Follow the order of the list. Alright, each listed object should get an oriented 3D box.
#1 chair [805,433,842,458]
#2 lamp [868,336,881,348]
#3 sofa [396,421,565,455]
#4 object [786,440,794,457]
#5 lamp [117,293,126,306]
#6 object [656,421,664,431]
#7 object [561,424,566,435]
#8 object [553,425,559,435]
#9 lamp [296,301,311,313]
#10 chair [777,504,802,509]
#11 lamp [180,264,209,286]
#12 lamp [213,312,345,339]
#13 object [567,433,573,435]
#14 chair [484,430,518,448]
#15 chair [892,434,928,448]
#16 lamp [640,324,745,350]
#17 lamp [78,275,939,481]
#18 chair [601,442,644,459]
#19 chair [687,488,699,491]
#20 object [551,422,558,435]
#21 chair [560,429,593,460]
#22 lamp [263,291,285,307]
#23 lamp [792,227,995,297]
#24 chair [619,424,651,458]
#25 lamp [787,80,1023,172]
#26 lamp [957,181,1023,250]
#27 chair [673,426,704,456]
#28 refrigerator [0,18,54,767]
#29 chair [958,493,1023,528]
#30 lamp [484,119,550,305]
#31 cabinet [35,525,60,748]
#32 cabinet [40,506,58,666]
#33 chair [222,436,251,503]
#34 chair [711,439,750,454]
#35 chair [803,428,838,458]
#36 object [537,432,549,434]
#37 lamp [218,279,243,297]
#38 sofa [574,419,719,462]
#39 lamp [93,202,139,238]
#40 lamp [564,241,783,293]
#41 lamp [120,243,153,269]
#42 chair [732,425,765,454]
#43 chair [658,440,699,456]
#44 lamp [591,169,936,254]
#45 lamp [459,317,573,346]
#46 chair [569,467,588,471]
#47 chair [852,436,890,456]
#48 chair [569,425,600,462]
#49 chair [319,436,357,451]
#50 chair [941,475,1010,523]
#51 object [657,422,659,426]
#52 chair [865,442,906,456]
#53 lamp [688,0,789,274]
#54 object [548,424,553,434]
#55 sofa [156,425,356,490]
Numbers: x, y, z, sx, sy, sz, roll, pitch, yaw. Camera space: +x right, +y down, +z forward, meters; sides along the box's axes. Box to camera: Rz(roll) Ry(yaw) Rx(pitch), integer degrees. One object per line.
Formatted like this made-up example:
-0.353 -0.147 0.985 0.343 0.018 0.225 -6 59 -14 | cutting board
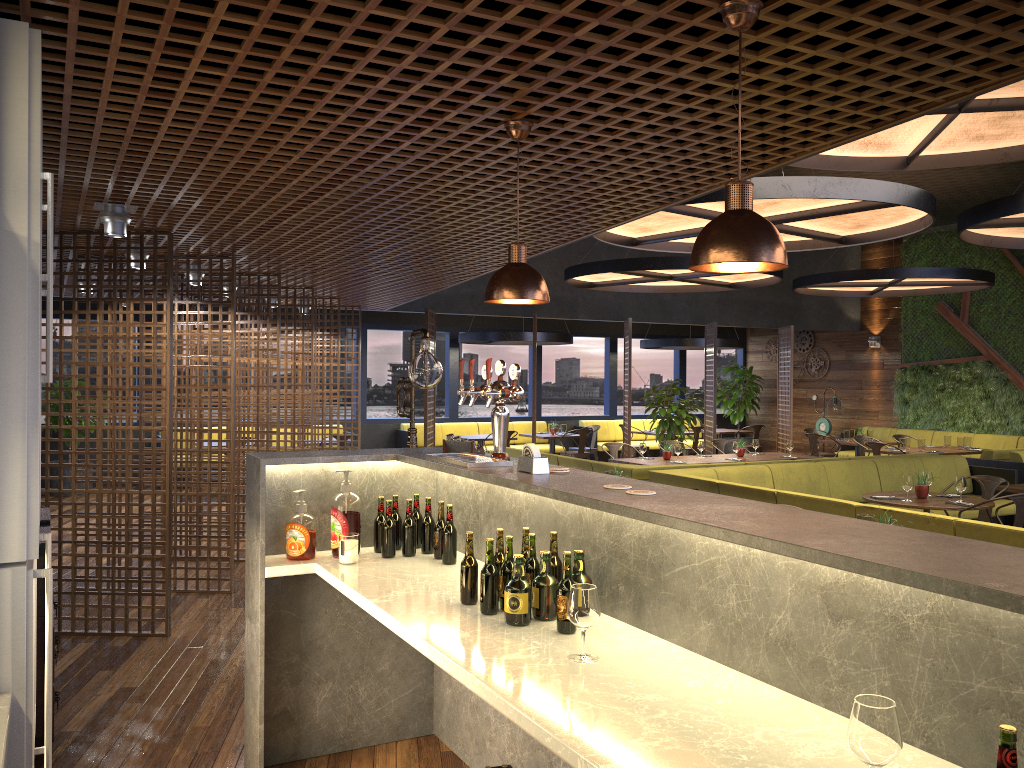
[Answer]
4.978 1.235 14.158 0.541 0.917 0.504 0 0 -27 | chair
6.839 -0.796 16.819 0.189 0.215 0.215 0 0 -28 | lamp
-0.531 1.179 16.380 3.061 0.914 0.966 0 0 -28 | sofa
3.602 0.837 11.490 0.097 0.206 0.097 1 0 18 | object
-4.468 -0.986 10.230 0.228 0.172 0.228 0 0 -28 | lamp
2.830 0.762 16.664 0.238 0.271 0.260 0 0 -6 | object
0.906 0.800 15.570 0.102 0.178 0.102 0 0 -42 | object
0.770 0.800 15.390 0.102 0.178 0.102 0 0 -42 | object
-2.671 -0.978 11.402 0.228 0.172 0.228 0 0 -28 | lamp
1.844 1.262 5.695 0.504 0.917 0.541 0 0 -27 | chair
-2.793 -0.957 7.801 0.228 0.172 0.228 0 0 -28 | lamp
-3.531 -1.808 13.452 1.979 2.172 1.979 0 0 -21 | lamp
1.021 0.880 15.690 0.157 0.019 0.255 0 0 -28 | object
-0.189 1.192 14.286 0.504 0.917 0.541 0 0 -27 | chair
6.138 1.248 13.610 0.504 0.917 0.541 0 0 -27 | chair
3.482 -1.775 17.139 1.979 2.172 1.979 0 0 -43 | lamp
0.371 0.330 9.516 9.057 2.714 3.017 0 0 -28 | lamp
1.431 1.223 11.407 0.504 0.917 0.541 0 0 -27 | chair
1.181 1.249 6.988 0.504 0.917 0.541 0 0 -27 | chair
0.741 0.752 15.571 0.238 0.271 0.260 0 0 -6 | object
1.077 1.198 14.951 0.504 0.917 0.541 0 0 -27 | chair
-2.749 -0.971 10.168 0.228 0.172 0.228 0 0 -28 | lamp
5.675 -2.111 13.314 2.778 1.362 2.778 1 0 27 | lamp
2.255 1.198 16.415 0.541 0.917 0.504 0 0 -27 | chair
2.715 -2.187 5.358 2.778 1.159 2.778 1 0 22 | lamp
5.096 -2.000 7.040 2.778 1.475 2.778 1 0 21 | lamp
3.204 1.208 16.070 0.504 0.917 0.541 0 0 -27 | chair
-1.651 0.131 2.692 0.454 2.109 1.159 0 0 -28 | refrigerator
3.737 1.271 6.883 0.504 0.917 0.541 0 0 -27 | chair
0.021 -0.645 3.347 0.250 0.673 0.250 1 0 5 | lamp
-2.312 1.196 4.015 0.473 1.007 0.553 0 0 -28 | cabinet
-2.635 1.190 4.631 0.473 1.007 0.553 0 0 -28 | cabinet
-3.829 1.174 12.372 0.504 0.917 0.541 0 0 -27 | chair
3.030 1.231 12.248 0.504 0.917 0.541 0 0 -27 | chair
5.275 1.231 15.158 0.504 0.917 0.541 0 0 -27 | chair
0.573 0.875 15.857 0.255 0.019 0.157 0 0 -28 | object
-2.859 -0.964 8.950 0.228 0.172 0.228 0 0 -28 | lamp
2.823 1.196 18.143 3.061 0.914 0.966 0 0 -28 | sofa
-2.275 -0.935 5.087 0.228 0.172 0.228 0 0 -28 | lamp
2.075 -2.053 11.512 2.778 1.475 2.778 0 0 -28 | lamp
-2.796 -0.949 6.614 0.228 0.172 0.228 0 0 -28 | lamp
4.470 1.215 16.735 0.504 0.917 0.541 0 0 -27 | chair
2.233 1.227 11.829 0.504 0.917 0.541 0 0 -27 | chair
2.054 -2.028 7.499 2.778 1.475 2.778 0 0 -24 | lamp
0.076 -1.790 15.348 1.979 2.172 1.979 1 0 17 | lamp
0.601 1.237 8.092 0.504 0.917 0.541 0 0 -27 | chair
5.369 1.244 13.206 0.504 0.917 0.541 0 0 -27 | chair
1.295 1.194 15.842 0.541 0.917 0.504 0 0 -27 | chair
-2.563 1.180 13.038 0.504 0.917 0.541 0 0 -27 | chair
4.005 1.267 7.724 0.541 0.917 0.504 0 0 -27 | chair
2.800 0.807 16.846 0.102 0.178 0.102 0 0 -42 | object
5.181 1.249 12.250 0.541 0.917 0.504 0 0 -27 | chair
0.584 -0.634 2.277 0.250 0.673 0.250 1 0 5 | lamp
0.693 0.797 15.740 0.102 0.178 0.102 0 0 -42 | object
-4.137 1.162 14.484 3.061 0.914 0.966 0 0 -28 | sofa
